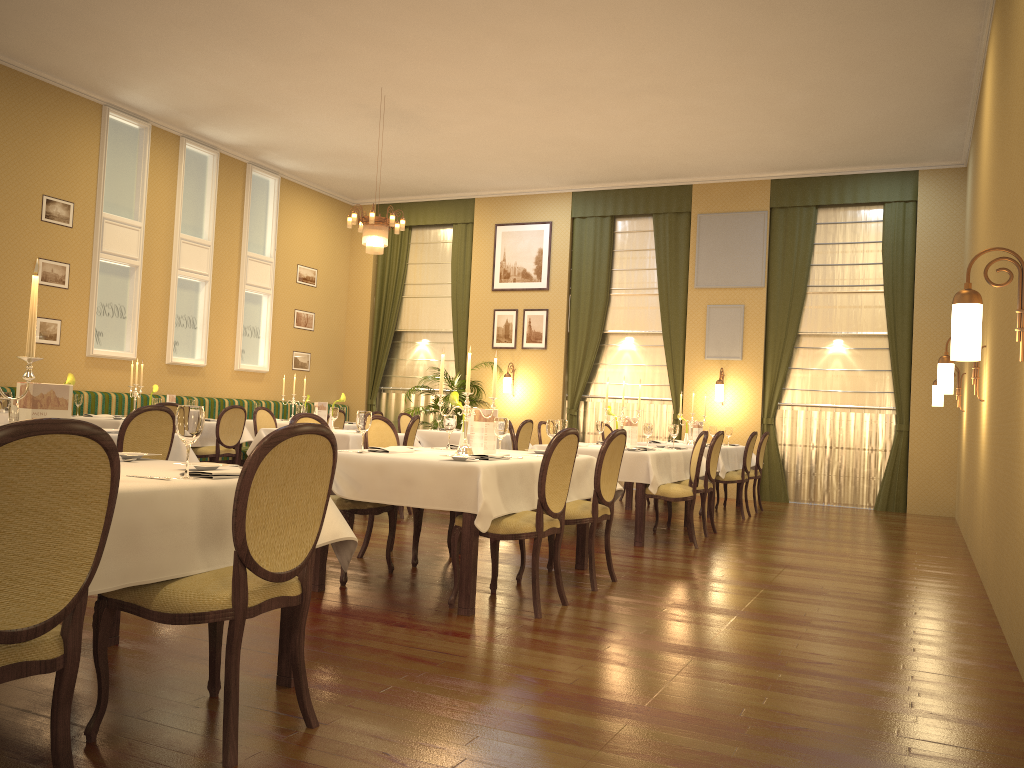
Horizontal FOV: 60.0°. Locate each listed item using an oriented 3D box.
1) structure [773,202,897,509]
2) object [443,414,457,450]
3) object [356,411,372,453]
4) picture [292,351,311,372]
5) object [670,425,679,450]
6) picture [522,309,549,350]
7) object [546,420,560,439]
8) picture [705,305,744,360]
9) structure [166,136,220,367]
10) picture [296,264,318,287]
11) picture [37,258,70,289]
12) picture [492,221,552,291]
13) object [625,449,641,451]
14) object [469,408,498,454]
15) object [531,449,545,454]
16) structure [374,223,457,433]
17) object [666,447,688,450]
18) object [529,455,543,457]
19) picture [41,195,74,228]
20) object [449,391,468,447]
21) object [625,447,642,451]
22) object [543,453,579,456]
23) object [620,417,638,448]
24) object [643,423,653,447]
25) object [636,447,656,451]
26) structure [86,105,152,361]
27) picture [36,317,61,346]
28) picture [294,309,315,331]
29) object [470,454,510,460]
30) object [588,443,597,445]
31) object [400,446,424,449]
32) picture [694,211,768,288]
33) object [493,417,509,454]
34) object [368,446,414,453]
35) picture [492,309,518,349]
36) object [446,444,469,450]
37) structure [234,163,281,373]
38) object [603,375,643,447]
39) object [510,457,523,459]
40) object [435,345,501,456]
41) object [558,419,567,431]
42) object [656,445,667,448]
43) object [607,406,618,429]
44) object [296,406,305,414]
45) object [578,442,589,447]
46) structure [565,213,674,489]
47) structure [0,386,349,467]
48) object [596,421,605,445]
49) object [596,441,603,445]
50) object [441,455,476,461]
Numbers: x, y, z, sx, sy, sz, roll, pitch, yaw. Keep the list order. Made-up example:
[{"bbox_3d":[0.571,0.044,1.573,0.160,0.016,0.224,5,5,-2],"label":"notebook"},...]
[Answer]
[{"bbox_3d":[4.354,-0.628,11.897,1.898,4.511,0.137,2,-2,25],"label":"structure"},{"bbox_3d":[-0.407,0.314,5.782,0.088,0.229,0.088,3,-2,-17],"label":"object"},{"bbox_3d":[-0.821,0.263,4.895,0.088,0.229,0.088,3,-2,-17],"label":"object"},{"bbox_3d":[-3.321,-0.358,13.994,0.008,0.294,0.437,2,-2,25],"label":"picture"},{"bbox_3d":[1.502,0.492,8.221,0.088,0.229,0.088,3,-2,-17],"label":"object"},{"bbox_3d":[0.349,-0.838,13.561,0.412,0.619,0.022,2,-2,25],"label":"picture"},{"bbox_3d":[0.252,0.338,5.509,0.088,0.229,0.088,3,-2,-17],"label":"object"},{"bbox_3d":[2.957,-0.718,12.347,0.512,0.769,0.027,2,-2,25],"label":"picture"},{"bbox_3d":[-4.288,-1.734,11.842,0.200,2.985,0.661,2,-2,25],"label":"structure"},{"bbox_3d":[-3.246,-1.711,14.052,0.008,0.294,0.504,2,-2,25],"label":"picture"},{"bbox_3d":[-5.152,-1.239,9.969,0.008,0.294,0.401,2,-2,25],"label":"picture"},{"bbox_3d":[0.147,-1.969,13.715,0.966,1.057,0.027,2,-2,25],"label":"picture"},{"bbox_3d":[1.003,0.548,7.430,0.181,0.015,0.038,2,-2,26],"label":"object"},{"bbox_3d":[-0.172,0.291,5.409,0.166,0.277,0.081,3,-2,-4],"label":"object"},{"bbox_3d":[0.187,0.450,5.858,0.160,0.024,0.160,2,-2,25],"label":"object"},{"bbox_3d":[-1.467,-0.832,14.596,1.942,4.511,0.123,2,-2,25],"label":"structure"},{"bbox_3d":[1.564,0.606,8.396,0.142,0.024,0.273,2,-2,25],"label":"object"},{"bbox_3d":[0.139,0.440,5.463,0.185,0.010,0.017,2,-2,25],"label":"object"},{"bbox_3d":[-5.117,-1.942,9.993,0.008,0.294,0.401,2,-2,25],"label":"picture"},{"bbox_3d":[-0.319,0.233,5.427,0.076,0.375,0.163,5,-3,-43],"label":"object"},{"bbox_3d":[0.982,0.538,7.268,0.160,0.024,0.160,2,-2,25],"label":"object"},{"bbox_3d":[0.314,0.452,5.683,0.142,0.024,0.273,2,-2,25],"label":"object"},{"bbox_3d":[1.078,0.446,8.122,0.166,0.277,0.081,3,-2,-4],"label":"object"},{"bbox_3d":[1.184,0.460,7.741,0.088,0.229,0.088,4,-2,-23],"label":"object"},{"bbox_3d":[1.120,0.552,7.557,0.142,0.033,0.273,2,-2,25],"label":"object"},{"bbox_3d":[-4.788,-1.796,10.757,0.200,2.985,0.687,2,-2,25],"label":"structure"},{"bbox_3d":[-5.193,-0.589,9.931,0.008,0.294,0.313,2,-2,25],"label":"picture"},{"bbox_3d":[-3.282,-1.007,14.028,0.008,0.294,0.504,2,-2,25],"label":"picture"},{"bbox_3d":[-0.129,0.397,4.844,0.142,0.033,0.273,2,-2,25],"label":"object"},{"bbox_3d":[0.810,0.573,8.412,0.185,0.010,0.017,2,-2,26],"label":"object"},{"bbox_3d":[-0.640,0.392,5.375,0.160,0.024,0.160,2,-2,25],"label":"object"},{"bbox_3d":[3.047,-1.867,12.371,0.966,1.057,0.027,2,-2,25],"label":"picture"},{"bbox_3d":[-0.066,0.306,5.029,0.088,0.229,0.088,4,-2,-23],"label":"object"},{"bbox_3d":[-0.688,0.376,5.065,0.142,0.033,0.273,2,-2,25],"label":"object"},{"bbox_3d":[-0.112,-0.854,13.775,0.412,0.619,0.022,2,-2,25],"label":"picture"},{"bbox_3d":[-0.316,0.425,5.961,0.142,0.033,0.273,2,-2,25],"label":"object"},{"bbox_3d":[-3.757,-1.668,12.993,0.200,2.985,0.670,2,-2,25],"label":"structure"},{"bbox_3d":[0.988,0.247,7.916,0.390,0.655,0.131,4,-2,-31],"label":"object"},{"bbox_3d":[-0.021,0.421,5.116,0.185,0.010,0.017,2,-2,25],"label":"object"},{"bbox_3d":[-0.262,0.092,5.203,0.390,0.655,0.131,4,-2,-31],"label":"object"},{"bbox_3d":[0.429,0.418,7.607,0.088,0.229,0.088,3,-2,-17],"label":"object"},{"bbox_3d":[1.437,0.604,8.570,0.160,0.024,0.160,2,-2,25],"label":"object"},{"bbox_3d":[0.930,0.388,8.140,0.076,0.375,0.163,5,-3,-43],"label":"object"},{"bbox_3d":[-2.037,0.324,8.532,0.088,0.229,0.088,4,-2,-23],"label":"object"},{"bbox_3d":[0.562,0.531,7.778,0.142,0.033,0.273,2,-2,25],"label":"object"},{"bbox_3d":[1.707,-0.721,13.121,1.900,4.511,0.134,2,-2,25],"label":"structure"},{"bbox_3d":[-5.589,0.494,8.209,0.850,1.031,14.516,2,-2,25],"label":"structure"},{"bbox_3d":[0.843,0.468,8.495,0.088,0.229,0.088,3,-2,-17],"label":"object"},{"bbox_3d":[0.934,0.580,8.673,0.142,0.033,0.273,2,-2,25],"label":"object"},{"bbox_3d":[-0.268,0.383,4.556,0.160,0.024,0.160,2,-2,25],"label":"object"}]
